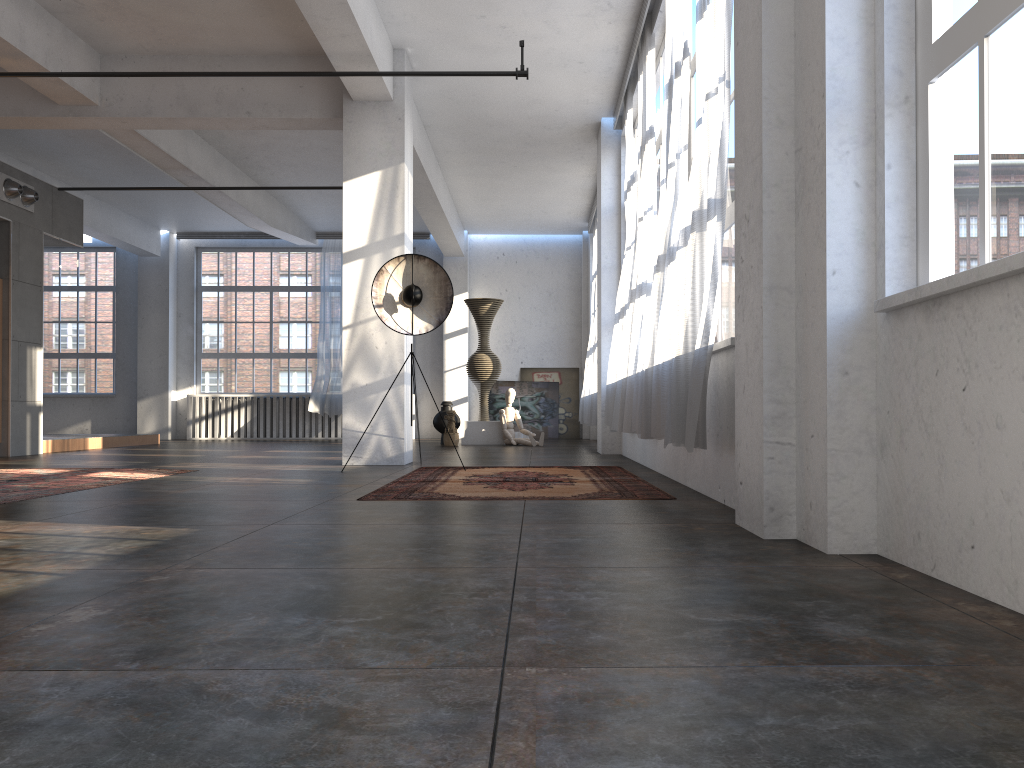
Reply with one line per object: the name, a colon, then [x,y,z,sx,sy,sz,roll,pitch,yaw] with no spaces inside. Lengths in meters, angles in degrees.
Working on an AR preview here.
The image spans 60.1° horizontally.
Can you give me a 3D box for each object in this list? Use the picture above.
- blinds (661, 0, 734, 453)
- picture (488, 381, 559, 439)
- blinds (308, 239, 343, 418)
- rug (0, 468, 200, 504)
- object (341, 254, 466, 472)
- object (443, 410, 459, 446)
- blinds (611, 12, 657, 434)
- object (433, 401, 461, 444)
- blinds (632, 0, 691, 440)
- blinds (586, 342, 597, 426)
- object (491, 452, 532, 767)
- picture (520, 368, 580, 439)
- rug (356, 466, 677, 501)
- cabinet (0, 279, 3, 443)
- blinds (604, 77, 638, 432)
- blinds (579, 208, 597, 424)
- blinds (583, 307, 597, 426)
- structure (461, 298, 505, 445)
blinds: [1.037,-1.508,4.910,0.343,3.750,1.028,0,-1,-1]
picture: [0.202,0.496,17.105,1.434,1.141,0.304,0,-1,-3]
blinds: [-3.417,-1.140,16.792,0.692,3.558,0.876,0,-1,0]
rug: [-3.654,0.685,6.154,1.855,0.029,2.885,0,-2,1]
object: [-0.888,-0.195,7.984,1.056,1.919,1.180,0,-1,0]
object: [-0.917,0.697,13.373,0.235,0.600,0.224,0,-1,28]
blinds: [1.121,-1.389,7.978,0.361,3.673,1.031,0,-1,0]
object: [-1.049,0.624,14.240,0.452,0.693,0.434,1,-1,-35]
blinds: [1.068,-1.457,6.279,0.340,3.696,1.033,0,-1,-2]
blinds: [1.278,-1.230,12.743,0.361,3.673,1.031,0,-1,0]
object: [-12.229,0.894,7.135,27.211,0.001,19.747,0,-2,0]
picture: [0.737,0.371,17.216,1.148,1.386,0.253,0,-1,-1]
rug: [0.054,0.702,6.519,1.816,0.009,3.129,0,-2,0]
cabinet: [-9.943,-0.638,9.072,8.110,2.562,2.379,0,-1,-1]
blinds: [1.190,-1.341,9.480,0.315,3.712,1.025,0,-1,0]
blinds: [1.342,-1.156,15.274,0.340,3.696,1.033,0,-1,-2]
blinds: [1.323,-1.187,14.083,0.315,3.712,1.025,0,-1,0]
structure: [-0.446,-0.182,14.253,0.677,2.325,0.750,0,-1,0]
